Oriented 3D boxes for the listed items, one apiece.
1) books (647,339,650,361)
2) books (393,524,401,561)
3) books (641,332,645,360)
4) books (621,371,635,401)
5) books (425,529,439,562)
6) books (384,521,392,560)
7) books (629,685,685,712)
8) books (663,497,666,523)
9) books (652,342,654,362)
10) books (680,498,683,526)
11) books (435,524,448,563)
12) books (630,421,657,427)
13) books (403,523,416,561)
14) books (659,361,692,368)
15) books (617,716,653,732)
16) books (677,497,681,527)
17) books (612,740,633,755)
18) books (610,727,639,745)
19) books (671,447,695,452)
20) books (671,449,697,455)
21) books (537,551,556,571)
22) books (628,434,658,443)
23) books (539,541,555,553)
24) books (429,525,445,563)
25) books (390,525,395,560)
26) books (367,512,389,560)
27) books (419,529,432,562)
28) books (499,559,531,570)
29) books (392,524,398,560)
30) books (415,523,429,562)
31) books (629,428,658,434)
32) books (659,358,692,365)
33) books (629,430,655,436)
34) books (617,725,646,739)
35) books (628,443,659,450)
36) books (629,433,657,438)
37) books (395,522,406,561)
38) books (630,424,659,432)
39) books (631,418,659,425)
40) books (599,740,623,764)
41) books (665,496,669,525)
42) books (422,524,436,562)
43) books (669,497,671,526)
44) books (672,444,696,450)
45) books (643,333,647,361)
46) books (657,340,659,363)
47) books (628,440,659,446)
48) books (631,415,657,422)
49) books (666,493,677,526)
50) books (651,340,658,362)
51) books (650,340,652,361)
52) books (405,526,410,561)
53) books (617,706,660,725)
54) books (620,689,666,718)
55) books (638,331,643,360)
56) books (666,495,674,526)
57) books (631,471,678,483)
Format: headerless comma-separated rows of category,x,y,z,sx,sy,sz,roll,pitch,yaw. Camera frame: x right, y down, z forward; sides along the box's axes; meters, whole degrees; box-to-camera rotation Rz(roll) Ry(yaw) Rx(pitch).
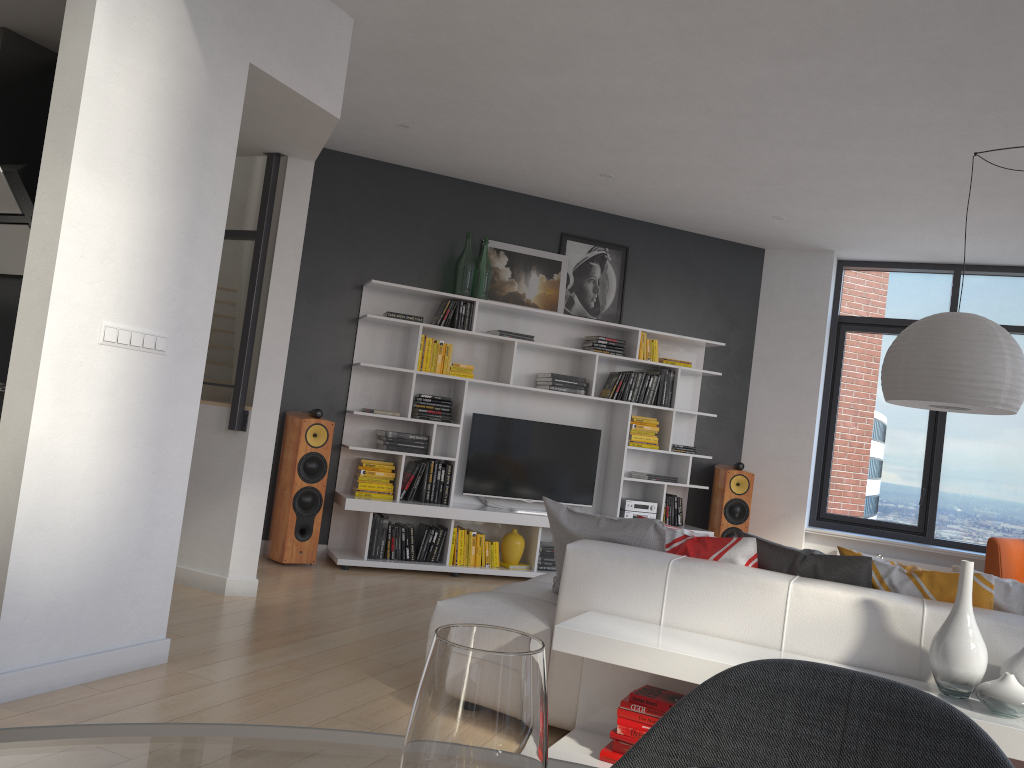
books,1.082,-0.274,7.234,0.054,0.180,0.132,8,-3,-20
books,-0.837,1.147,6.444,0.050,0.242,0.169,8,-3,-21
books,1.023,-0.305,7.226,0.041,0.224,0.163,8,-3,-22
books,0.911,0.020,7.213,0.075,0.254,0.192,8,-3,-21
books,-0.613,1.180,6.541,0.071,0.243,0.179,8,-3,-21
books,-0.915,1.124,6.435,0.053,0.268,0.202,8,-3,-21
books,0.512,1.049,2.935,0.206,0.029,0.152,6,-3,31
books,1.208,1.017,7.316,0.053,0.268,0.202,8,-3,-21
books,1.123,-0.259,7.230,0.046,0.161,0.108,8,-3,-22
books,1.358,1.057,7.391,0.077,0.233,0.179,8,-3,-20
books,-0.549,1.182,6.579,0.066,0.260,0.197,8,-3,-20
books,1.061,0.329,7.307,0.227,0.022,0.160,8,-3,-5
books,-0.753,1.156,6.484,0.083,0.249,0.191,8,-3,-20
books,1.333,-0.158,7.368,0.257,0.028,0.194,8,-3,-15
books,0.503,1.129,2.955,0.261,0.028,0.191,6,-3,24
books,1.339,1.049,7.350,0.066,0.242,0.177,8,-3,-21
books,0.490,1.208,2.936,0.259,0.034,0.206,6,-3,27
books,0.482,1.177,2.934,0.266,0.026,0.187,6,-3,30
books,1.400,0.539,7.365,0.198,0.015,0.142,8,-3,-22
books,1.399,0.558,7.362,0.213,0.023,0.161,8,-3,-17
books,0.307,1.370,6.920,0.343,0.137,0.277,9,-3,-25
books,1.046,0.447,7.289,0.243,0.042,0.189,8,-3,-20
books,0.305,1.278,6.943,0.310,0.047,0.250,9,-3,-25
books,-0.581,1.182,6.566,0.084,0.249,0.191,8,-3,-20
books,-0.886,1.144,6.442,0.053,0.240,0.189,8,-3,-20
books,-0.997,1.089,6.409,0.128,0.321,0.259,8,-3,-20
books,-0.655,1.175,6.512,0.069,0.242,0.172,8,-3,-20
books,-0.016,1.376,6.781,0.204,0.029,0.270,9,-4,-35
books,-0.861,1.148,6.444,0.049,0.236,0.170,8,-3,-20
books,-0.684,1.162,6.531,0.066,0.260,0.197,8,-3,-20
books,1.051,0.382,7.303,0.239,0.019,0.171,8,-3,-20
books,1.330,-0.184,7.376,0.257,0.024,0.203,8,-3,-17
books,1.043,0.400,7.281,0.217,0.023,0.145,8,-3,-16
books,0.498,1.153,2.937,0.257,0.025,0.182,6,-3,25
books,1.045,0.506,7.274,0.257,0.028,0.194,8,-3,-15
books,1.043,0.419,7.302,0.251,0.014,0.189,8,-3,-17
books,-0.814,1.146,6.465,0.066,0.255,0.193,8,-3,-21
books,1.064,0.358,7.306,0.239,0.033,0.176,8,-3,-17
books,1.073,0.307,7.308,0.223,0.023,0.163,8,-3,-16
books,0.468,1.239,2.934,0.301,0.032,0.227,6,-3,25
books,1.237,1.037,7.323,0.053,0.240,0.189,8,-3,-20
books,-0.641,1.171,6.545,0.075,0.254,0.192,8,-3,-21
books,1.262,1.041,7.325,0.049,0.236,0.170,8,-3,-20
books,1.399,0.520,7.381,0.213,0.023,0.161,8,-3,-17
books,1.048,-0.300,7.245,0.054,0.224,0.164,8,-3,-21
books,1.160,-0.265,7.268,0.044,0.184,0.142,8,-3,-20
books,1.043,0.480,7.282,0.257,0.024,0.203,8,-3,-17
books,1.059,0.283,7.327,0.223,0.023,0.163,8,-3,-16
books,1.309,1.039,7.347,0.066,0.255,0.193,8,-3,-21
books,1.141,-0.268,7.252,0.064,0.184,0.141,8,-3,-20
books,1.103,-0.270,7.234,0.044,0.178,0.128,8,-3,-21
books,-0.784,1.155,6.468,0.066,0.242,0.177,8,-3,-21
books,0.503,1.101,2.941,0.269,0.028,0.179,6,-3,26
books,0.506,1.076,2.946,0.254,0.025,0.178,6,-3,24
books,1.009,-0.310,7.201,0.041,0.229,0.161,8,-3,-22
books,1.285,1.040,7.326,0.050,0.242,0.169,8,-3,-21
books,1.175,0.769,7.325,0.310,0.047,0.250,9,-3,-25
